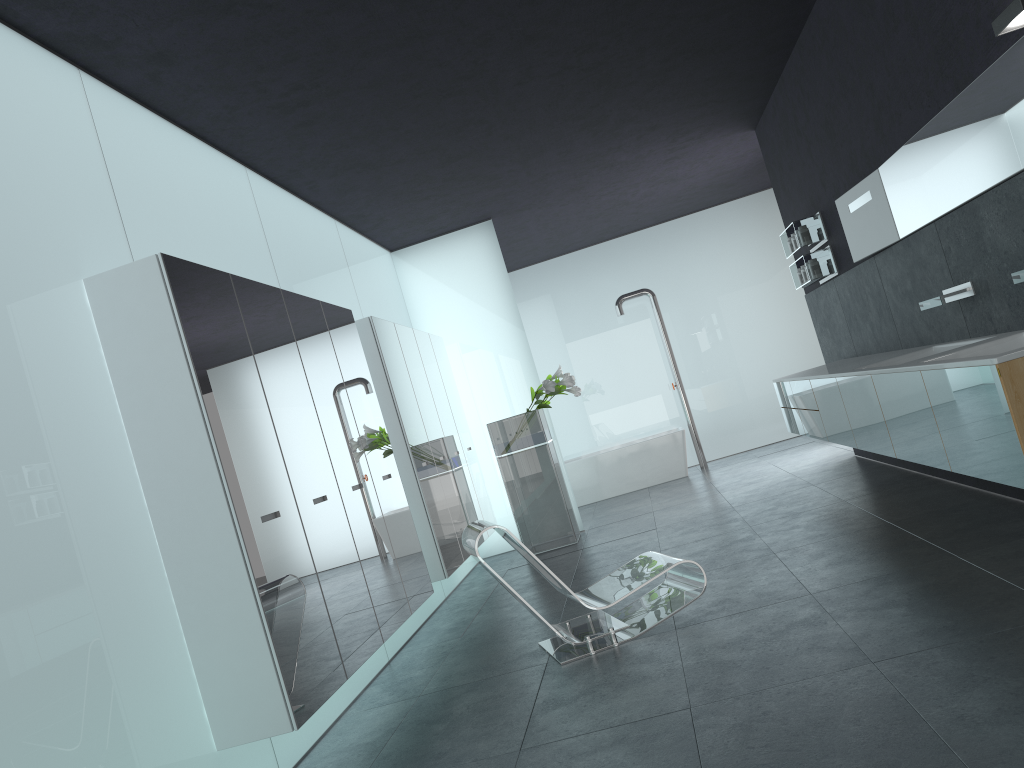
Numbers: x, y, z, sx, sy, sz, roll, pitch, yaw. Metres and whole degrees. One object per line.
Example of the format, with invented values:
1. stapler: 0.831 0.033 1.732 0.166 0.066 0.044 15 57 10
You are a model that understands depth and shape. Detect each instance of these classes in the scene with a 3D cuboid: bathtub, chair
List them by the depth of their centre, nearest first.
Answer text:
1. chair: 0.427 1.114 5.399 1.260 0.870 0.630 -16 -2 -11
2. bathtub: 1.661 1.158 13.257 1.979 0.858 0.960 -17 -2 7

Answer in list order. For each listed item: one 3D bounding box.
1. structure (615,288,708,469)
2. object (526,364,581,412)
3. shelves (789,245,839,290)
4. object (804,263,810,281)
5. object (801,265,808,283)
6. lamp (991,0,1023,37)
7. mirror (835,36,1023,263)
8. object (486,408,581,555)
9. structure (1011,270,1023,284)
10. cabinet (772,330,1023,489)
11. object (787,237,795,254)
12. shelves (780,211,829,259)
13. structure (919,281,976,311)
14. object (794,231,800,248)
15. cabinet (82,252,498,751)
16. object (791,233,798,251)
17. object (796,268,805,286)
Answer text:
1. structure: 2.205 -0.002 13.170 0.643 2.870 0.123 -17 -2 7
2. object: 0.272 0.248 9.611 1.024 0.779 0.975 -17 -2 -1
3. shelves: 2.933 -1.118 8.643 0.265 0.285 0.769 -17 -3 7
4. object: 2.877 -1.084 8.528 0.096 0.184 0.067 -17 -2 6
5. object: 2.902 -1.082 8.714 0.096 0.184 0.067 -17 -2 16
6. lamp: 2.186 -1.583 3.740 0.198 0.066 0.277 -17 -3 7
7. mirror: 2.560 -1.290 5.381 0.109 0.532 3.722 -17 -3 6
8. object: 0.249 1.067 9.775 0.585 1.490 0.575 -17 -2 7
9. structure: 2.536 -0.564 4.182 0.186 0.088 0.482 -17 -3 7
10. cabinet: 2.723 0.089 6.258 0.735 0.556 5.582 -17 -3 7
11. object: 2.837 -1.393 8.936 0.096 0.184 0.068 -17 -2 -1
12. shelves: 2.839 -1.432 8.652 0.265 0.285 0.769 -17 -3 7
13. structure: 2.724 -0.549 5.588 0.186 0.088 0.482 -17 -3 7
14. object: 2.783 -1.397 8.537 0.096 0.184 0.067 -17 -2 6
15. cabinet: -1.051 0.559 6.946 0.399 2.214 6.004 -17 -3 7
16. object: 2.808 -1.395 8.723 0.096 0.184 0.067 -17 -2 16
17. object: 2.930 -1.079 8.927 0.096 0.184 0.068 -17 -2 -1
